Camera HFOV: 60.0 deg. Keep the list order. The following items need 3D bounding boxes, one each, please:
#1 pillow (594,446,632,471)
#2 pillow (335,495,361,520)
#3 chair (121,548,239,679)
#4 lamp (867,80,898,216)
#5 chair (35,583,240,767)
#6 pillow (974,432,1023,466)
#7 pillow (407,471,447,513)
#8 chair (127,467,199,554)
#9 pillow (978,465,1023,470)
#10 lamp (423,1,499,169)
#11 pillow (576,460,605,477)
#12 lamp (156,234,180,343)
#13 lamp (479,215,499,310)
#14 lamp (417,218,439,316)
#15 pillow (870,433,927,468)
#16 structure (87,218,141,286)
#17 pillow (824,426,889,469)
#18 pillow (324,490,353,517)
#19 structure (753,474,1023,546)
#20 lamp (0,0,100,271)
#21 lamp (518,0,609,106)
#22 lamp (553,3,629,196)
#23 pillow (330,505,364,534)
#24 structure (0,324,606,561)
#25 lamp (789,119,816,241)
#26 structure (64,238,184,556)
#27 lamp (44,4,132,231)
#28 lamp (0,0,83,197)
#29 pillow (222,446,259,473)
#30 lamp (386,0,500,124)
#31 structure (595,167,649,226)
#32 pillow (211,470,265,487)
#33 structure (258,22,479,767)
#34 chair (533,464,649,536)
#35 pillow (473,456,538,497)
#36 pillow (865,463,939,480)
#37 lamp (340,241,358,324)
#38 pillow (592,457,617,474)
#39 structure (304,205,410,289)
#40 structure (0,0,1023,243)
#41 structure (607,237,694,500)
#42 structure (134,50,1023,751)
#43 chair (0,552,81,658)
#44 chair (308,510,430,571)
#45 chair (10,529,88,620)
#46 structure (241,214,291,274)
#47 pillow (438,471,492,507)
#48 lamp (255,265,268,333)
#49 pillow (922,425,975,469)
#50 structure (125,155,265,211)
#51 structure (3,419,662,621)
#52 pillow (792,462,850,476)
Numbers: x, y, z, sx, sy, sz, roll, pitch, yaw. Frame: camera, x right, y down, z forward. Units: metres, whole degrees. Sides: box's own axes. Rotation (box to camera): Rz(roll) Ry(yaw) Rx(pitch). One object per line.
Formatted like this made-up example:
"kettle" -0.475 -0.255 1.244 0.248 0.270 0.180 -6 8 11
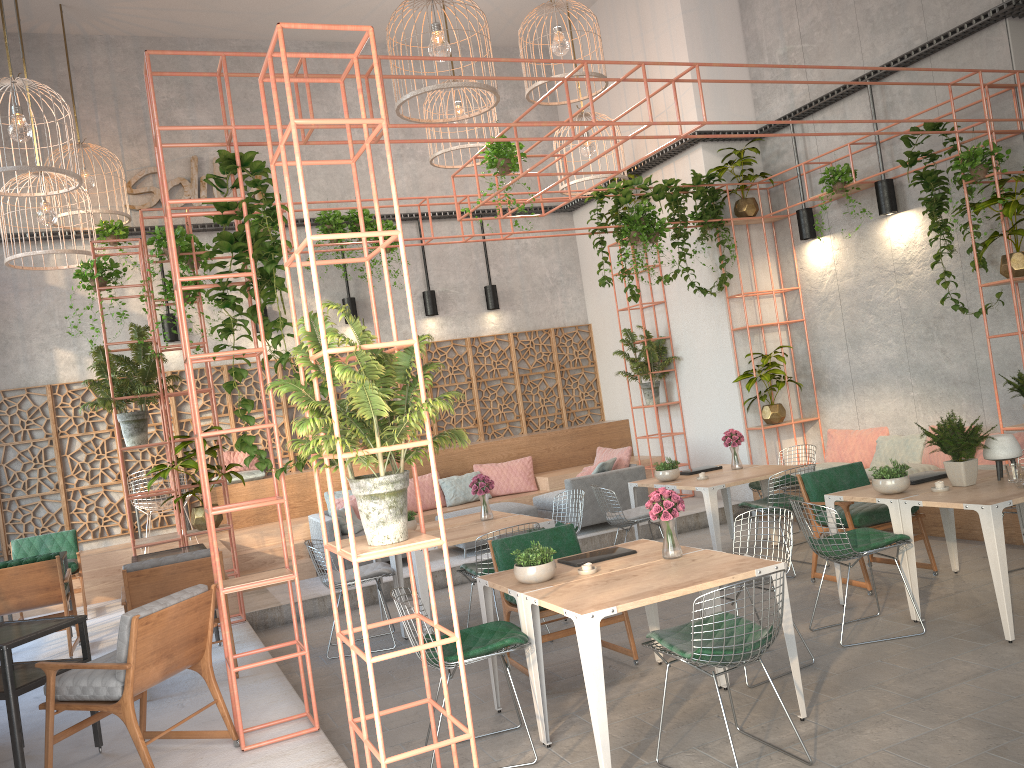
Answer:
"pillow" 1.228 1.031 11.102 0.273 0.476 0.836 -8 -1 -23
"pillow" -1.732 1.478 10.417 0.666 0.385 0.289 -8 -1 -23
"chair" -2.416 1.682 6.443 0.722 0.929 0.685 -8 -1 -24
"lamp" 3.872 -2.503 9.364 0.185 1.425 0.179 -8 -1 -24
"chair" -1.971 1.600 4.679 0.685 0.914 0.722 -8 -1 16
"pillow" 4.708 0.659 8.454 0.289 0.385 0.666 -8 -1 -28
"pillow" -1.260 1.448 11.674 0.839 0.474 0.276 -8 -1 -33
"chair" -3.607 1.330 9.200 0.565 0.941 0.717 -8 -1 -15
"pillow" 4.389 0.842 8.230 0.491 0.149 0.637 -8 -1 -23
"lamp" -0.798 -4.434 10.683 0.883 3.476 0.883 -9 -1 29
"pillow" 0.948 1.137 11.103 0.441 0.317 0.479 -7 -1 -42
"lamp" -4.519 -1.256 11.506 0.185 1.436 0.185 -8 -1 17
"lamp" -0.379 -1.827 13.324 0.179 1.436 0.185 -8 -1 -24
"lamp" -1.268 -1.704 12.933 0.185 1.436 0.185 -8 -1 17
"pillow" 4.204 0.749 9.630 0.289 0.385 0.666 -8 -1 -28
"structure" -4.794 -1.618 10.638 0.605 0.972 0.587 -8 -1 -25
"pillow" 3.964 0.744 10.228 0.276 0.474 0.839 -8 -1 -33
"pillow" -1.783 1.455 10.561 0.839 0.474 0.276 -8 -1 -23
"structure" 6.465 0.869 10.006 5.831 0.500 4.386 -8 -1 -24
"lamp" -5.011 -2.986 9.235 0.883 3.476 0.883 -9 -1 29
"lamp" 0.337 -4.836 9.458 0.883 3.476 0.883 -9 -1 29
"lamp" 0.797 -4.233 11.326 0.883 3.476 0.883 -9 -1 29
"pillow" -1.822 1.536 10.047 0.307 0.324 0.499 -8 -1 12
"structure" -2.401 0.613 12.373 9.782 2.103 0.132 -8 -1 -24
"lamp" 3.397 -2.418 10.472 0.185 1.425 0.179 -8 -1 -24
"structure" -3.502 0.508 8.030 0.722 3.623 0.748 -8 -1 -24
"lamp" -5.271 -3.656 10.619 0.883 3.476 0.883 -9 -1 29
"lamp" -4.576 -3.506 7.954 0.883 3.476 0.883 -9 -1 29
"pillow" -3.557 1.007 11.605 0.499 0.324 0.307 -8 -1 -8
"lamp" -0.786 -4.060 7.489 0.883 3.476 0.883 -9 -1 29
"structure" 1.467 -2.522 12.125 0.903 0.803 0.934 -9 -1 38
"pillow" -3.497 1.202 11.312 0.637 0.149 0.491 -8 -1 -23
"structure" -0.668 0.244 4.093 0.424 3.602 0.624 -8 -1 -24
"chair" 0.945 1.384 10.839 1.052 0.672 1.127 -8 -1 -24
"pillow" -0.097 1.287 12.185 0.839 0.474 0.276 -8 -1 -3
"pillow" 3.990 0.913 9.163 0.491 0.149 0.637 -8 -1 -23
"lamp" -2.348 -1.555 12.459 0.185 1.436 0.185 -8 -1 17
"pillow" 1.072 1.094 10.668 0.308 0.349 0.495 -9 -1 26
"structure" -2.086 -1.832 11.764 1.434 1.290 0.670 -8 -1 -24
"structure" 2.629 -3.112 6.447 15.203 0.110 15.603 -8 -1 -24
"structure" 1.903 -0.214 12.212 0.424 3.596 0.624 -8 -1 -24
"structure" 3.762 -0.905 9.262 14.096 4.345 4.501 -8 -1 -25
"chair" -4.221 1.961 7.718 0.722 0.929 0.685 -8 -1 -24
"chair" -1.654 1.705 10.144 1.127 0.586 1.056 -8 -1 -24
"chair" -4.992 2.098 9.518 0.722 0.929 0.685 -8 -1 -24
"structure" -3.169 -1.842 11.352 0.605 0.972 0.587 -8 -1 -25
"pillow" -0.635 1.408 11.922 0.666 0.385 0.289 -8 -1 -28
"lamp" -3.461 -1.402 11.970 0.185 1.436 0.185 -8 -1 17
"pillow" 4.428 0.659 9.036 0.276 0.474 0.839 -8 -1 -3
"structure" -4.230 -2.693 11.830 1.807 0.695 0.087 -8 -1 -24
"structure" -1.866 1.571 10.708 9.152 1.111 3.396 -8 -1 -24
"pillow" 3.577 0.986 10.124 0.491 0.149 0.637 -8 -1 -23
